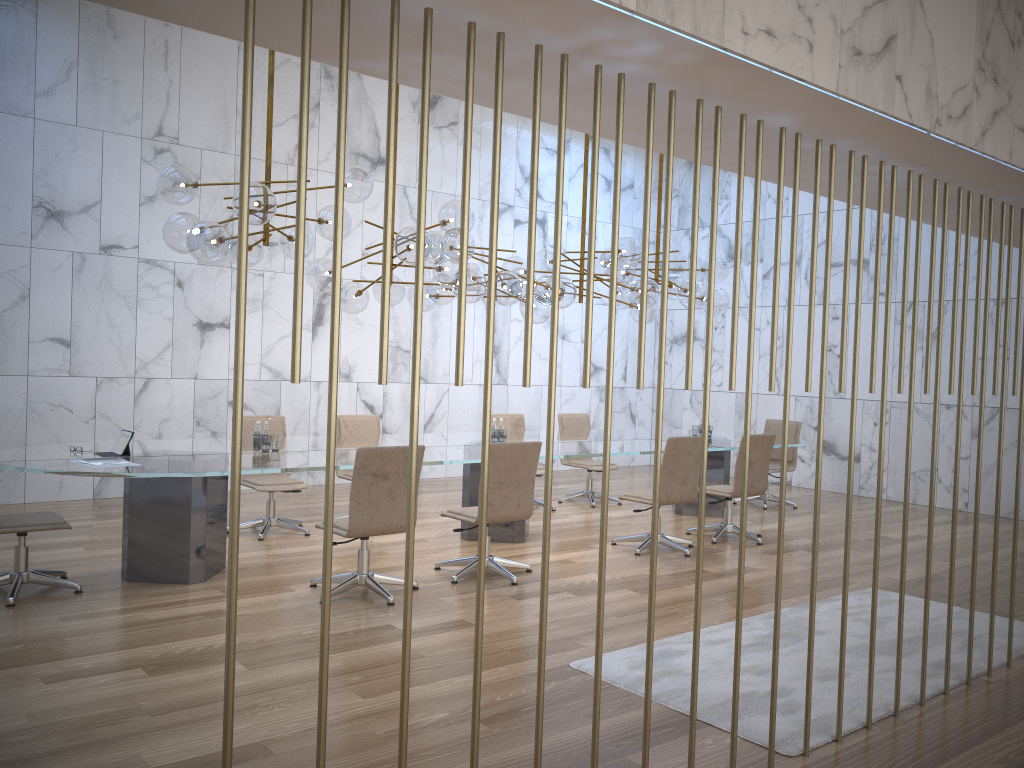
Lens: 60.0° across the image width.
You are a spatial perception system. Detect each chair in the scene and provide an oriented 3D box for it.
[{"bbox_3d":[-1.343,0.809,8.362,0.726,1.000,0.697,1,2,-39],"label":"chair"},{"bbox_3d":[-2.112,0.794,7.741,0.726,1.000,0.697,1,2,-39],"label":"chair"},{"bbox_3d":[-0.167,0.893,6.438,0.726,1.000,0.697,1,2,-39],"label":"chair"},{"bbox_3d":[0.872,0.854,10.149,0.726,1.000,0.697,1,2,-39],"label":"chair"},{"bbox_3d":[3.018,0.927,10.452,0.697,1.000,0.726,1,2,-38],"label":"chair"},{"bbox_3d":[2.045,0.938,8.224,0.726,1.000,0.697,1,2,-39],"label":"chair"},{"bbox_3d":[-3.090,0.804,5.531,0.697,1.000,0.726,1,2,-38],"label":"chair"},{"bbox_3d":[-0.945,0.878,5.810,0.726,1.000,0.697,1,2,-39],"label":"chair"},{"bbox_3d":[0.094,0.838,9.521,0.726,1.000,0.697,1,2,-39],"label":"chair"},{"bbox_3d":[1.272,0.922,7.600,0.726,1.000,0.697,1,2,-39],"label":"chair"}]

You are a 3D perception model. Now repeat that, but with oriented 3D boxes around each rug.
[{"bbox_3d":[1.868,1.484,5.012,3.025,0.034,1.320,1,2,-39],"label":"rug"}]

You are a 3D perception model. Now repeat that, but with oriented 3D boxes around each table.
[{"bbox_3d":[-0.140,0.940,7.906,7.924,0.835,2.092,1,2,-39],"label":"table"}]

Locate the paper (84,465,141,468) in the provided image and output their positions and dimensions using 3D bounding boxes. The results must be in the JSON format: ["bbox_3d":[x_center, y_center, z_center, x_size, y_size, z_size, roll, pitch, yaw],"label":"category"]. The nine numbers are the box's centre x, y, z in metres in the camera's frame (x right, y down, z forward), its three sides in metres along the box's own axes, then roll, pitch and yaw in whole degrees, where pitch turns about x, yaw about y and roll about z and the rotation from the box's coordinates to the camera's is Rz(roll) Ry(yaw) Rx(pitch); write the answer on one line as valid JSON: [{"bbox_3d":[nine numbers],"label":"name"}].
[{"bbox_3d":[-2.426,0.491,5.378,0.210,0.001,0.290,3,2,44],"label":"paper"}]

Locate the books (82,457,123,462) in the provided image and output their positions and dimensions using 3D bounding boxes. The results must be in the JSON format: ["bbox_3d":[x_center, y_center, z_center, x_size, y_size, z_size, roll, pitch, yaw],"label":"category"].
[{"bbox_3d":[-2.560,0.472,5.539,0.205,0.012,0.126,1,2,-42],"label":"books"}]

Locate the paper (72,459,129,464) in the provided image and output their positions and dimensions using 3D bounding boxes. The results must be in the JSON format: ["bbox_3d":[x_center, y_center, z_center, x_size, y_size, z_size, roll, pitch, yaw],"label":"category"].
[{"bbox_3d":[-2.579,0.481,5.552,0.290,0.001,0.210,1,2,-41],"label":"paper"}]

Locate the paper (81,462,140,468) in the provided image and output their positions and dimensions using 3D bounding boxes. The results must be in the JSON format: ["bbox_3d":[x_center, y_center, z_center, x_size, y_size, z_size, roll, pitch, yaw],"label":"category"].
[{"bbox_3d":[-2.426,0.490,5.378,0.210,0.001,0.290,3,2,44],"label":"paper"}]

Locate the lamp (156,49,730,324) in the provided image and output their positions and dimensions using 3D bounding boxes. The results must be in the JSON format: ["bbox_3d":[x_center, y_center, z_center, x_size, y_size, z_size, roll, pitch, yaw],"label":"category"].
[{"bbox_3d":[-0.129,-1.871,7.773,5.672,2.716,1.557,1,2,-39],"label":"lamp"}]

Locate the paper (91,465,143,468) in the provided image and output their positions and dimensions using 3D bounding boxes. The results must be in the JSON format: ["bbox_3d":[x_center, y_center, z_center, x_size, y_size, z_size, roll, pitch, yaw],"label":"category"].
[{"bbox_3d":[-2.426,0.491,5.378,0.290,0.001,0.210,1,2,-44],"label":"paper"}]

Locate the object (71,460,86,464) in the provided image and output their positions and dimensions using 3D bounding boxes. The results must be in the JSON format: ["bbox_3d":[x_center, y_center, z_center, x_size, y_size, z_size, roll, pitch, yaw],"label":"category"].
[{"bbox_3d":[-2.579,0.481,5.552,0.290,0.001,0.210,1,2,-41],"label":"object"}]

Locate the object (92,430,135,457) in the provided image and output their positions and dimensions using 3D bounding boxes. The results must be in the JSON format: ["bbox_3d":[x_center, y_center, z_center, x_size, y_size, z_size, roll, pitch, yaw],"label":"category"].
[{"bbox_3d":[-2.659,0.392,5.907,0.205,0.159,0.255,1,2,-39],"label":"object"}]

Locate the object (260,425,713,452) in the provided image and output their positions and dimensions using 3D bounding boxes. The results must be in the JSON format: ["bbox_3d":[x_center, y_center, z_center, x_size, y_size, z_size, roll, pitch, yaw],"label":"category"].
[{"bbox_3d":[0.139,0.471,8.063,5.112,0.117,0.183,1,2,-39],"label":"object"}]

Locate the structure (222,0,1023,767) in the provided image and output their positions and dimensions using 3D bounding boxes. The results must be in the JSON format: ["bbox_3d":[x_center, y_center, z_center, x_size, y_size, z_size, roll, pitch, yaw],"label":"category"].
[{"bbox_3d":[2.164,0.295,4.303,7.223,2.456,0.023,1,2,-39],"label":"structure"}]

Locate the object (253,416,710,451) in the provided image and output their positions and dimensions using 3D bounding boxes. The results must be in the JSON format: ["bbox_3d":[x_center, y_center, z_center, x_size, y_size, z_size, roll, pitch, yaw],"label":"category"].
[{"bbox_3d":[0.121,0.421,8.108,5.189,0.213,0.124,1,2,-39],"label":"object"}]

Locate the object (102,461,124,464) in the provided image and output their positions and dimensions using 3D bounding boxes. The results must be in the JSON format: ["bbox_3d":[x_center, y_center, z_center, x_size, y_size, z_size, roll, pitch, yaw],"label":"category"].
[{"bbox_3d":[-2.433,0.478,5.418,0.011,0.011,0.158,3,1,26],"label":"object"}]

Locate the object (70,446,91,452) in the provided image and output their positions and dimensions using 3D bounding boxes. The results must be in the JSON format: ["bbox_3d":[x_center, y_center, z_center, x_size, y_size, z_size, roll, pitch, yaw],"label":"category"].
[{"bbox_3d":[-2.928,0.440,6.027,0.134,0.037,0.096,3,1,29],"label":"object"}]

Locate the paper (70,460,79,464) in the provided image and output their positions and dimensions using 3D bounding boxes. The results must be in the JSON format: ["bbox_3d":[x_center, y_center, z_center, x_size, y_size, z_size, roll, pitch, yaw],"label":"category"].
[{"bbox_3d":[-2.592,0.481,5.557,0.290,0.001,0.210,1,2,-41],"label":"paper"}]

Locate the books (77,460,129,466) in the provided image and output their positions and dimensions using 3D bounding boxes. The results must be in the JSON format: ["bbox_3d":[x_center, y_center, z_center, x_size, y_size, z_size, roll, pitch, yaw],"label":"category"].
[{"bbox_3d":[-2.515,0.480,5.460,0.239,0.012,0.205,3,2,38],"label":"books"}]
